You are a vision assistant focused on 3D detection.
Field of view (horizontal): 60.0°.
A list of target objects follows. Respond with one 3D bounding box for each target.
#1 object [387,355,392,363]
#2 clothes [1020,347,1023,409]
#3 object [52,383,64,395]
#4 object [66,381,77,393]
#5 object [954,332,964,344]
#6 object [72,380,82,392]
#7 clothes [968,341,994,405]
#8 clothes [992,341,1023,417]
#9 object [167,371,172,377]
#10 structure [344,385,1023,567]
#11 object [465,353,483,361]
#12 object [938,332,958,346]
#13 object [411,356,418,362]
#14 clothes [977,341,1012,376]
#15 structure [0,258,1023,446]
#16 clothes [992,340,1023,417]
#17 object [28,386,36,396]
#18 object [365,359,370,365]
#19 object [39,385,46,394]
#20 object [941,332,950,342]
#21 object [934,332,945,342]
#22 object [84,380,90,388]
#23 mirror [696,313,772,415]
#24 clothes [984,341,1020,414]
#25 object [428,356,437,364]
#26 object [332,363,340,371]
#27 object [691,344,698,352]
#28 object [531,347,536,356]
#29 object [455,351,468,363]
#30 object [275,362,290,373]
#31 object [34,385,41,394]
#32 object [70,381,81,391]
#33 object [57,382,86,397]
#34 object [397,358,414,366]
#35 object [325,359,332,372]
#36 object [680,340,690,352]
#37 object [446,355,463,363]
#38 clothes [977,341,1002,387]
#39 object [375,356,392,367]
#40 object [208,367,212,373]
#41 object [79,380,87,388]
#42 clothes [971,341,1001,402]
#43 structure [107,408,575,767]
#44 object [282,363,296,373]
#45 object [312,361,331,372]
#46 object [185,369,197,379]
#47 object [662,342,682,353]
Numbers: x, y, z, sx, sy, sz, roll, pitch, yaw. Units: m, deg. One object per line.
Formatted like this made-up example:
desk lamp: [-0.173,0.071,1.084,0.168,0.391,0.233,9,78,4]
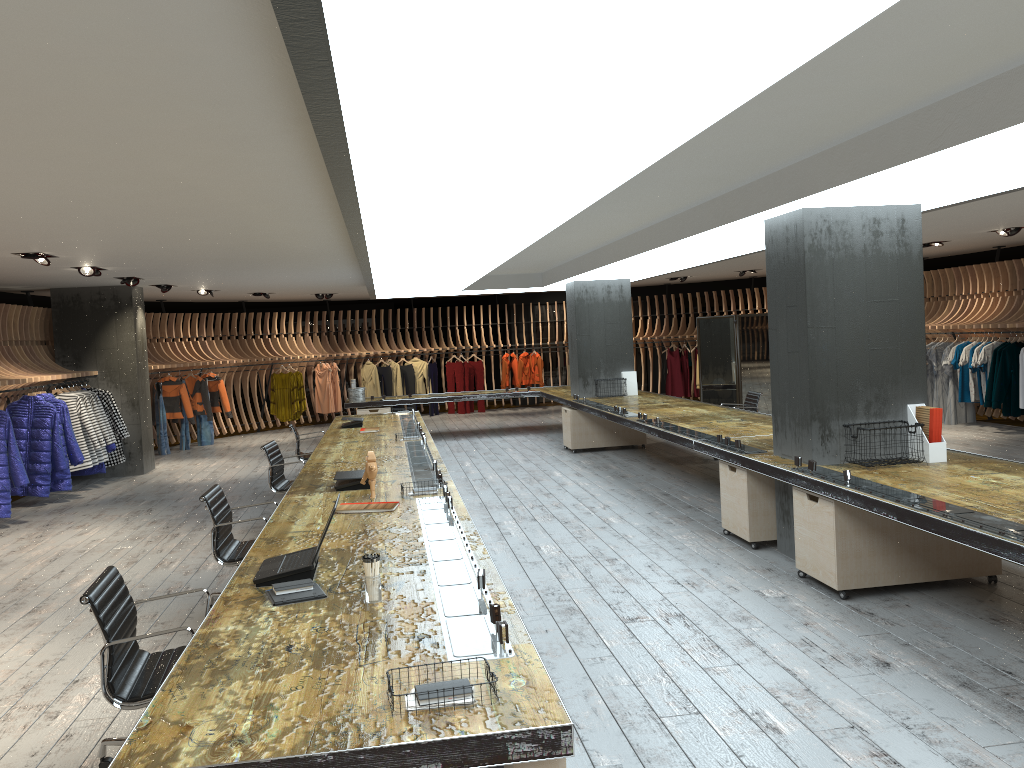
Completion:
object: [-2.757,-0.511,20.026,0.525,0.270,0.012,-1,3,37]
clothes: [7.354,-0.080,12.208,0.733,1.105,0.165,-3,2,-3]
object: [-5.881,0.139,11.497,0.518,0.312,0.012,-3,2,-8]
object: [-5.952,0.116,11.989,0.518,0.312,0.012,-3,2,-8]
object: [7.048,-0.688,13.983,0.525,0.270,0.012,-4,3,-23]
object: [-6.064,0.082,12.355,0.525,0.270,0.012,-3,2,-8]
clothes: [7.187,-0.174,13.385,0.743,0.960,0.167,-4,2,-14]
clothes: [7.270,-0.077,12.618,0.913,1.081,0.238,-3,2,-3]
object: [-6.082,-0.104,15.733,0.525,0.270,0.012,-3,2,7]
structure: [0.705,0.895,7.440,4.836,0.843,18.487,-3,3,-8]
object: [-0.895,-0.646,20.670,0.525,0.270,0.012,-1,3,32]
object: [7.004,-0.696,14.152,0.525,0.270,0.012,-3,2,7]
object: [-2.201,-0.557,20.286,0.525,0.270,0.012,-2,2,17]
clothes: [7.184,-0.167,12.974,0.734,0.937,0.164,-3,2,-5]
structure: [1.887,0.187,3.472,14.884,2.438,36.577,-3,3,-8]
clothes: [7.265,-0.082,12.705,0.914,1.081,0.238,-3,2,-8]
object: [-5.813,0.173,10.715,0.523,0.292,0.012,-3,2,-8]
object: [-3.194,-0.474,19.767,0.012,0.270,0.525,-5,4,-43]
object: [-5.843,0.143,11.033,0.525,0.270,0.012,-3,2,-8]
object: [6.977,-0.702,14.286,0.525,0.270,0.012,-4,2,-18]
object: [6.964,-0.709,14.430,0.525,0.270,0.012,-3,2,7]
object: [-6.061,0.090,12.706,0.518,0.312,0.012,-3,2,-8]
mirror: [3.816,-0.127,13.469,2.111,1.891,0.443,-1,3,33]
clothes: [7.240,-0.087,12.826,0.914,1.081,0.238,-3,2,-8]
object: [-1.847,-0.585,20.418,0.012,0.270,0.525,-2,3,17]
object: [-3.886,-0.413,19.255,0.012,0.270,0.525,-5,4,-43]
object: [4.113,-0.845,19.606,0.525,0.270,0.012,-6,3,-43]
object: [0.523,-0.725,20.786,0.012,0.270,0.525,-4,3,-28]
object: [-1.177,-0.628,20.612,0.012,0.270,0.525,-5,3,-38]
object: [-4.763,-0.315,18.380,0.525,0.270,0.012,-2,2,22]
object: [-5.800,0.159,10.859,0.523,0.291,0.012,-3,2,-8]
object: [-5.977,0.107,12.166,0.518,0.312,0.012,-3,2,-8]
object: [-5.914,0.128,11.730,0.518,0.312,0.012,-3,2,-8]
object: [-2.478,-0.534,20.149,0.525,0.270,0.012,-2,2,17]
object: [-4.020,-0.400,19.161,0.012,0.270,0.525,-5,3,-38]
object: [3.850,-0.841,19.769,0.012,0.270,0.525,-3,3,-13]
object: [-1.339,-0.617,20.575,0.525,0.270,0.012,-1,3,37]
clothes: [7.173,-0.162,13.162,0.743,0.949,0.168,-4,2,-24]
object: [-2.927,-0.498,19.923,0.525,0.270,0.012,-1,3,27]
object: [-5.721,-0.182,16.807,0.525,0.270,0.012,-2,2,22]
object: [-6.031,0.101,12.521,0.516,0.316,0.012,-3,2,-8]
clothes: [7.204,-0.184,13.244,0.742,0.938,0.162,-4,2,-14]
structure: [-1.141,0.994,7.394,1.162,0.843,10.458,-3,3,-8]
object: [-4.651,-0.329,18.525,0.525,0.270,0.012,-2,2,22]
object: [-4.108,-0.391,19.081,0.525,0.270,0.012,-1,3,27]
object: [-5.908,-0.141,16.299,0.525,0.270,0.012,-2,2,12]
object: [3.618,-0.836,19.903,0.525,0.270,0.012,-3,2,-8]
